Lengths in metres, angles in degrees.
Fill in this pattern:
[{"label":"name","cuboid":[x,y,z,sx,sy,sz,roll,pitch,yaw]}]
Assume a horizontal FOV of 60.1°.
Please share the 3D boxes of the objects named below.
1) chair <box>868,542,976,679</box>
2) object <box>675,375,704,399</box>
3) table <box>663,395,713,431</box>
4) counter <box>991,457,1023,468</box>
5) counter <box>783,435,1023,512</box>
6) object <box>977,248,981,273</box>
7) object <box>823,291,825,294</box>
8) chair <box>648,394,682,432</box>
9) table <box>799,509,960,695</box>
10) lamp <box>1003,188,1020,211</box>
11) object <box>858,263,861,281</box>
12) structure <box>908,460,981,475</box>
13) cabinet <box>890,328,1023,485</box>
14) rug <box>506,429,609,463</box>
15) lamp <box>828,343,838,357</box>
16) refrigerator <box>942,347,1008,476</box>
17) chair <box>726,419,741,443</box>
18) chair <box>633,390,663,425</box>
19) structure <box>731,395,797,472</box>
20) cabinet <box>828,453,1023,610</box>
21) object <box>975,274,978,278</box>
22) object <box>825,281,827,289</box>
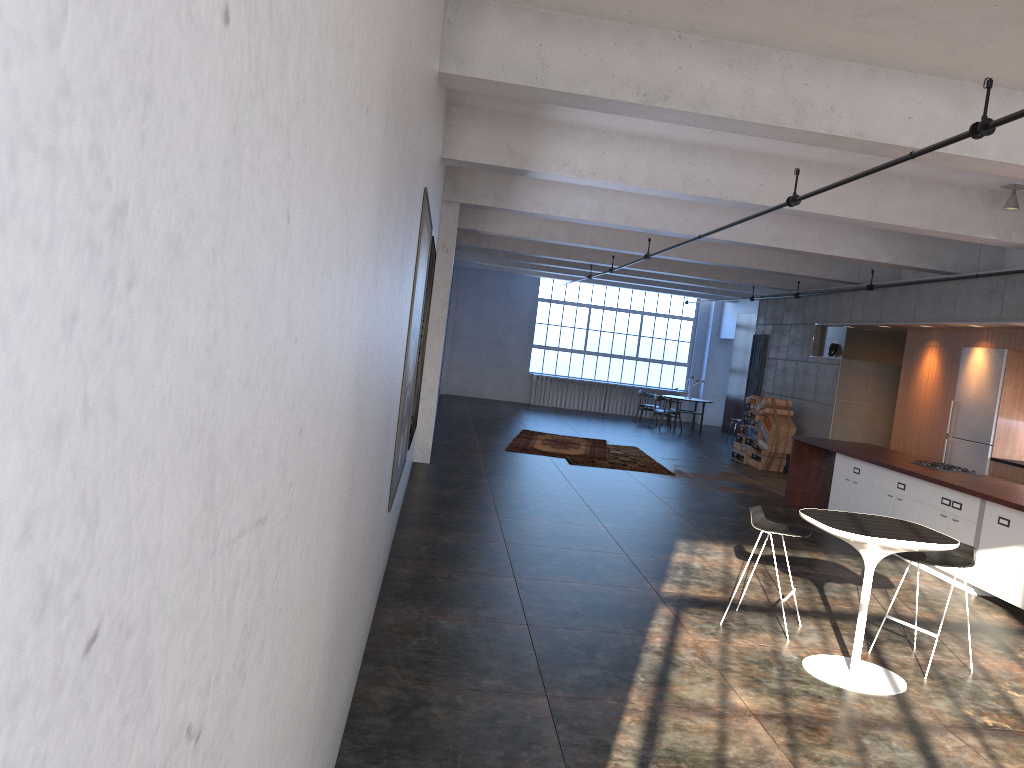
[{"label":"chair","cuboid":[2.769,1.484,5.888,0.514,0.896,0.454,5,4,-29]},{"label":"object","cuboid":[4.625,0.064,23.062,0.777,0.625,0.238,7,4,-4]},{"label":"table","cuboid":[4.530,0.799,23.127,1.281,0.852,1.337,10,4,38]},{"label":"counter","cuboid":[7.093,1.191,9.240,1.615,0.039,4.434,7,3,-5]},{"label":"counter","cuboid":[4.597,1.452,8.924,1.147,0.972,6.617,7,3,-5]},{"label":"object","cuboid":[6.722,1.046,9.164,0.050,0.053,0.065,9,4,32]},{"label":"object","cuboid":[6.794,1.071,9.187,0.061,0.053,0.052,10,4,37]},{"label":"chair","cuboid":[3.864,0.721,22.084,0.682,0.865,0.717,6,4,-19]},{"label":"table","cuboid":[2.185,1.343,5.485,0.832,0.952,0.824,7,4,-6]},{"label":"lamp","cuboid":[5.115,-1.895,9.044,0.153,0.216,0.159,9,4,32]},{"label":"object","cuboid":[6.781,1.005,9.246,0.058,0.060,0.051,9,4,29]},{"label":"structure","cuboid":[4.798,0.933,9.841,0.514,0.072,0.636,7,3,-6]},{"label":"cabinet","cuboid":[7.466,0.775,9.996,2.390,2.565,8.059,7,3,-5]},{"label":"rug","cuboid":[0.878,1.074,15.910,1.871,0.048,3.528,7,3,4]},{"label":"lamp","cuboid":[5.581,-0.580,15.375,0.215,0.259,0.168,5,4,-24]},{"label":"refrigerator","cuboid":[6.181,0.617,11.822,0.221,2.193,0.948,6,4,-8]},{"label":"chair","cuboid":[5.432,0.927,20.674,0.659,0.989,0.425,7,4,-6]},{"label":"chair","cuboid":[3.654,0.621,23.462,0.663,0.865,0.738,8,4,21]},{"label":"structure","cuboid":[4.689,0.876,16.603,0.641,1.316,1.902,7,3,-5]},{"label":"cabinet","cuboid":[4.627,1.518,8.320,0.926,0.931,5.615,7,3,-5]},{"label":"object","cuboid":[6.760,1.056,9.126,0.052,0.053,0.062,7,3,1]},{"label":"object","cuboid":[6.823,1.027,9.199,0.062,0.053,0.052,10,5,42]}]
